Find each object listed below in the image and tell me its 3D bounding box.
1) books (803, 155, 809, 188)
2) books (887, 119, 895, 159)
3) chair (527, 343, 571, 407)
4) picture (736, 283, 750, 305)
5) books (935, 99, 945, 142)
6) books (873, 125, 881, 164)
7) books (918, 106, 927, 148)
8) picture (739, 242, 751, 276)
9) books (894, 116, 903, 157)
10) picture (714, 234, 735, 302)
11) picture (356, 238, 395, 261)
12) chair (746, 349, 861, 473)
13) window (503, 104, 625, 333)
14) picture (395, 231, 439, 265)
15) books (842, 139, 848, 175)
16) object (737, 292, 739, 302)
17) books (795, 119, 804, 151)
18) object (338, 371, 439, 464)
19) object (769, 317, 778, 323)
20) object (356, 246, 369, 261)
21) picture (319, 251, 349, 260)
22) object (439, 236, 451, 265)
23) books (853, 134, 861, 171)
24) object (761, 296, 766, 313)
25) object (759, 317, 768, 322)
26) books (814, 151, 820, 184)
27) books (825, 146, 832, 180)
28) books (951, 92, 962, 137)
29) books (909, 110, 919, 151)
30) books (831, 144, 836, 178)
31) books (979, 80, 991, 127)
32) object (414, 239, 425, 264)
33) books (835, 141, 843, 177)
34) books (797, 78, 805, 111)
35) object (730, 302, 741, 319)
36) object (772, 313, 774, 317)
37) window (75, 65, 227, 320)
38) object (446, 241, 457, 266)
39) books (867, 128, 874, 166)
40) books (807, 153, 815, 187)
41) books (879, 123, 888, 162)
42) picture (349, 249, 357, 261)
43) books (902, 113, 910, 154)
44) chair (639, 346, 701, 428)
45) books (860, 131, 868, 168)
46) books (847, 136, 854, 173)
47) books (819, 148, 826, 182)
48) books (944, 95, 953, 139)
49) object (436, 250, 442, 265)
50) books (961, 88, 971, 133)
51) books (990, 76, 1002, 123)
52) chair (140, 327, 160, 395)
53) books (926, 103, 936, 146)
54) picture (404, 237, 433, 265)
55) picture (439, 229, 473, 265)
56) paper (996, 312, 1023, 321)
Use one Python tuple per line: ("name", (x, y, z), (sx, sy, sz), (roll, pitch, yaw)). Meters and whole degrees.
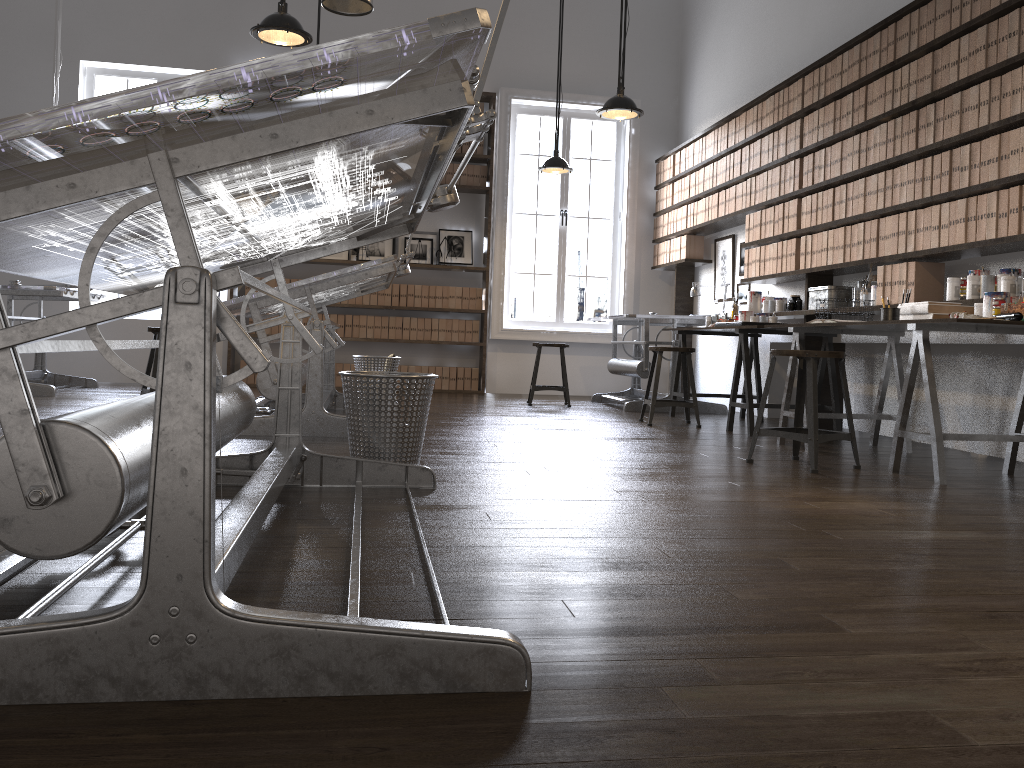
("books", (2.057, -1.416, 5.964), (0.174, 0.225, 0.067), (2, 0, -9))
("books", (2.212, -1.367, 4.990), (0.174, 0.226, 0.067), (2, 0, -9))
("chair", (0.317, -0.077, 7.449), (0.358, 0.528, 0.372), (2, 1, -1))
("picture", (1.949, -0.760, 7.445), (0.023, 0.183, 0.251), (2, 1, -10))
("books", (2.287, -1.346, 4.577), (0.174, 0.226, 0.067), (2, 0, -9))
("books", (2.192, -1.374, 5.134), (0.174, 0.226, 0.067), (2, 0, -9))
("books", (2.264, -1.353, 4.717), (0.174, 0.226, 0.067), (2, 0, -9))
("picture", (1.963, -1.053, 7.438), (0.022, 0.284, 0.201), (2, 1, -10))
("books", (2.227, -1.364, 4.929), (0.174, 0.225, 0.067), (2, 0, -9))
("picture", (1.881, -1.017, 7.847), (0.040, 0.575, 0.415), (2, 1, -10))
("picture", (-1.354, -1.391, 8.810), (0.373, 0.391, 0.149), (2, 0, -9))
("chair", (1.320, 0.113, 3.983), (0.358, 0.528, 0.372), (2, 1, -36))
("window", (0.523, -1.673, 9.068), (1.244, 2.310, 0.153), (2, 0, -9))
("picture", (-0.955, -1.364, 8.926), (0.433, 0.361, 0.095), (2, 0, -9))
("books", (2.137, -1.391, 5.475), (0.174, 0.225, 0.067), (2, 0, -9))
("object", (1.666, -0.583, 6.565), (0.006, 0.193, 0.055), (2, 0, -11))
("books", (2.043, -1.697, 6.080), (0.174, 0.226, 0.067), (2, 0, -9))
("object", (-0.448, 0.150, 3.170), (0.353, 0.378, 0.353), (2, 1, 12))
("object", (1.823, -0.422, 6.186), (0.062, 0.094, 0.062), (3, 1, 40))
("object", (-1.484, -1.323, 8.651), (0.174, 0.260, 0.040), (2, 0, -9))
("picture", (-1.754, -1.318, 8.716), (0.299, 0.229, 0.144), (2, 0, -9))
("object", (-0.668, -1.320, 8.808), (0.118, 0.304, 0.040), (2, 0, -9))
("books", (2.156, -1.385, 5.340), (0.174, 0.226, 0.067), (2, 0, -9))
("object", (1.924, -0.596, 6.731), (0.051, 0.139, 0.050), (2, 0, -12))
("object", (1.768, -0.426, 6.224), (0.062, 0.093, 0.063), (3, 1, 40))
("books", (2.082, -1.409, 5.817), (0.174, 0.226, 0.067), (2, 0, -9))
("books", (2.105, -1.401, 5.677), (0.174, 0.226, 0.067), (2, 0, -9))
("books", (2.304, -1.339, 4.440), (0.174, 0.226, 0.067), (2, 0, -9))
("books", (2.247, -1.357, 4.790), (0.174, 0.226, 0.067), (2, 0, -9))
("books", (2.116, -1.398, 5.607), (0.174, 0.226, 0.067), (2, 0, -9))
("books", (2.338, -1.329, 4.241), (0.174, 0.226, 0.067), (2, 0, -9))
("object", (-0.917, -1.305, 8.758), (0.124, 0.260, 0.040), (2, 0, -9))
("books", (2.121, -1.395, 5.540), (0.174, 0.226, 0.067), (2, 0, -9))
("books", (2.054, -1.974, 6.075), (0.174, 0.226, 0.067), (2, 0, -9))
("object", (1.793, -0.547, 6.545), (0.345, 0.146, 0.077), (3, 0, 13))
("object", (1.835, -0.445, 6.256), (0.005, 0.118, 0.036), (2, 0, -15))
("window", (-3.404, -1.790, 8.538), (1.482, 2.498, 0.153), (2, 0, -9))
("object", (-0.605, -1.298, 8.847), (0.110, 0.262, 0.040), (2, 0, -9))
("books", (2.184, -1.378, 5.203), (0.174, 0.226, 0.067), (2, 0, -9))
("books", (2.064, -1.412, 5.890), (0.174, 0.226, 0.067), (2, 0, -9))
("books", (2.200, -1.371, 5.062), (0.174, 0.226, 0.067), (2, 0, -9))
("picture", (-1.486, -1.404, 8.841), (0.369, 0.406, 0.091), (2, 0, -9))
("books", (2.240, -1.360, 4.865), (0.174, 0.225, 0.067), (2, 0, -9))
("chair", (1.065, 0.017, 5.941), (0.358, 0.528, 0.372), (2, 1, -1))
("books", (2.171, -1.381, 5.272), (0.174, 0.226, 0.067), (2, 0, -9))
("books", (2.146, -1.388, 5.412), (0.174, 0.225, 0.067), (2, 0, -9))
("books", (2.089, -1.405, 5.746), (0.174, 0.226, 0.067), (2, 0, -9))
("books", (2.299, -1.343, 4.507), (0.174, 0.226, 0.067), (2, 0, -9))
("object", (-0.725, -1.251, 8.763), (0.066, 0.166, 0.040), (2, 0, -9))
("books", (2.320, -1.336, 4.375), (0.174, 0.225, 0.067), (2, 0, -9))
("books", (2.354, -1.326, 4.172), (0.174, 0.226, 0.067), (2, 0, -9))
("chair", (-1.973, -0.064, 5.184), (0.371, 0.528, 0.359), (2, 1, -31))
("books", (2.272, -1.350, 4.647), (0.174, 0.226, 0.067), (2, 0, -9))
("picture", (-0.937, -1.327, 8.887), (0.289, 0.290, 0.127), (2, 0, -9))
("picture", (-0.569, -1.386, 8.961), (0.343, 0.364, 0.161), (2, 0, -9))
("paper", (1.974, -0.273, 3.609), (0.137, 0.038, 0.155), (2, 2, 5))
